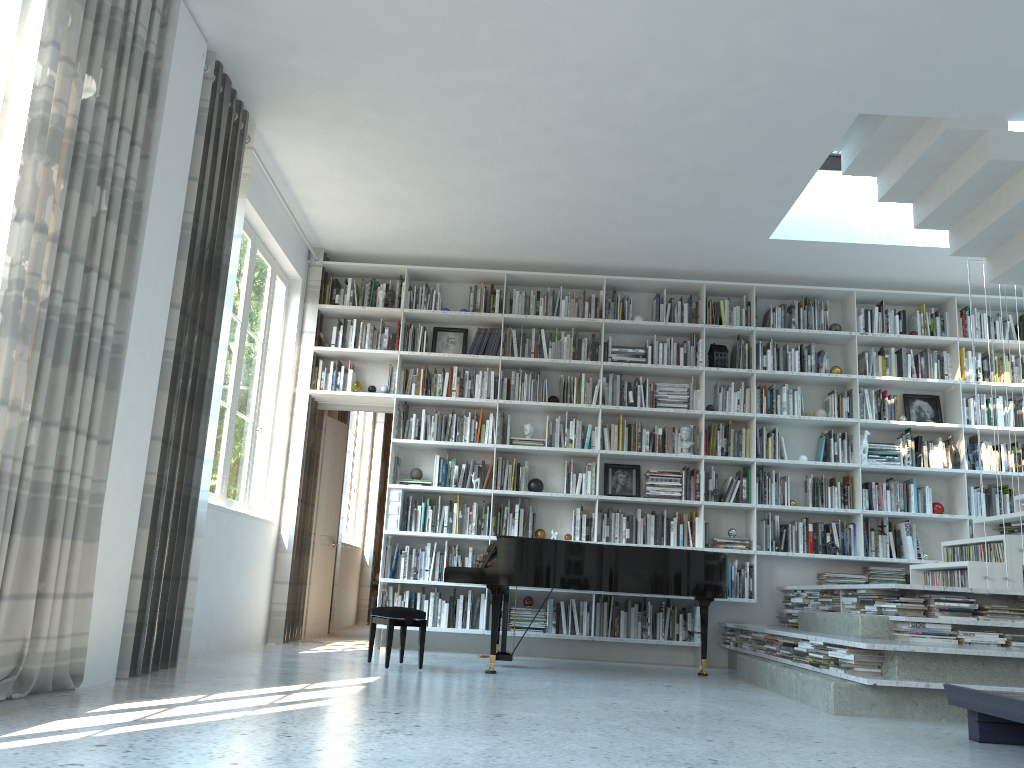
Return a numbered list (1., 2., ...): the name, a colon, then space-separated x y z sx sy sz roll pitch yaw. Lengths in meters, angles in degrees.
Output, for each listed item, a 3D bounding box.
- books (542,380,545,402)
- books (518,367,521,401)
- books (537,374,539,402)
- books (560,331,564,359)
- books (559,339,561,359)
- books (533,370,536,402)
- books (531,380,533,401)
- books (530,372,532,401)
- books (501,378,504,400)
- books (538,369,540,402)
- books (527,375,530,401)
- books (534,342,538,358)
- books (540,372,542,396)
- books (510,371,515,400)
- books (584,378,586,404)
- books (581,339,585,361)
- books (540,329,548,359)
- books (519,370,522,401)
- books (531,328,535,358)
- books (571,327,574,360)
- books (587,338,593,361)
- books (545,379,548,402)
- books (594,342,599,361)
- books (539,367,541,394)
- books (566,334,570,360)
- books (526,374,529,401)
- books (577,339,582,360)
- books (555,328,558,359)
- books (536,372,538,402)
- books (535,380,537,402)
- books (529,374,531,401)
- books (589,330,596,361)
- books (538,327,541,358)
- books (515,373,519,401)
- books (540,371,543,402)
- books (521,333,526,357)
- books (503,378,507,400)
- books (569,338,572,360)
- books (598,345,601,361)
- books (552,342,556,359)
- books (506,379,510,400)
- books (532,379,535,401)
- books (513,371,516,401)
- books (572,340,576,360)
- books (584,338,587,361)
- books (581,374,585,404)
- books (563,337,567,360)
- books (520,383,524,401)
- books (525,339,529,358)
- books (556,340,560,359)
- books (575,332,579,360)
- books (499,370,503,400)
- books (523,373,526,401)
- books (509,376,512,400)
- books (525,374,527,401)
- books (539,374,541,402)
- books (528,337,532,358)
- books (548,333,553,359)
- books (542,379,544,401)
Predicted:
1. books: 0.264 0.093 7.469 0.012 0.217 0.151 3 -13 1
2. books: 0.060 0.032 7.477 0.011 0.316 0.155 3 -13 1
3. books: 0.216 0.065 7.460 0.010 0.261 0.158 3 -13 1
4. books: 0.424 -0.290 7.552 0.026 0.286 0.138 3 -13 1
5. books: 0.404 -0.256 7.531 0.010 0.208 0.174 3 -13 1
6. books: 0.191 0.048 7.458 0.011 0.291 0.177 3 -13 1
7. books: 0.166 0.086 7.444 0.011 0.208 0.181 3 -13 1
8. books: 0.157 0.053 7.459 0.011 0.278 0.169 3 -13 1
9. books: -0.082 0.075 7.454 0.015 0.207 0.186 3 -13 1
10. books: 0.225 0.042 7.478 0.005 0.315 0.157 3 -13 1
11. books: 0.137 0.065 7.466 0.011 0.255 0.152 3 -13 1
12. books: 0.203 -0.251 7.540 0.034 0.180 0.160 3 -13 1
13. books: 0.239 0.057 7.468 0.004 0.283 0.167 3 -13 1
14. books: 0.005 0.045 7.464 0.026 0.279 0.151 3 -13 1
15. books: 0.603 0.089 7.458 0.010 0.256 0.140 3 -13 1
16. books: 0.595 -0.253 7.530 0.022 0.222 0.161 3 -13 1
17. books: 0.273 -0.303 7.533 0.075 0.285 0.179 3 -13 1
18. books: 0.069 0.044 7.453 0.010 0.283 0.184 3 -13 1
19. books: 0.177 -0.310 7.543 0.023 0.292 0.156 3 -13 1
20. books: 0.506 -0.304 7.535 0.011 0.312 0.184 3 -13 1
21. books: 0.659 -0.271 7.530 0.055 0.263 0.167 3 -13 1
22. books: 0.289 0.085 7.461 0.031 0.231 0.148 3 -13 1
23. books: 0.715 -0.237 7.547 0.028 0.211 0.135 3 -13 1
24. books: 0.230 0.035 7.477 0.005 0.330 0.162 3 -13 1
25. books: 0.472 -0.277 7.543 0.028 0.260 0.136 3 -13 1
26. books: 0.127 0.062 7.467 0.010 0.261 0.170 3 -13 1
27. books: 0.569 -0.253 7.526 0.030 0.217 0.183 3 -13 1
28. books: 0.372 -0.306 7.543 0.012 0.307 0.145 3 -13 1
29. books: 0.211 0.038 7.473 0.004 0.320 0.153 3 -13 1
30. books: 0.200 0.091 7.474 0.012 0.216 0.133 3 -13 1
31. books: 0.147 0.060 7.451 0.009 0.260 0.180 3 -13 1
32. books: 0.675 -0.289 7.533 0.058 0.302 0.175 3 -13 1
33. books: 0.230 -0.314 7.562 0.013 0.314 0.135 3 -13 1
34. books: 0.041 0.055 7.459 0.024 0.261 0.178 3 -13 1
35. books: 0.246 0.052 7.450 0.011 0.286 0.189 3 -13 1
36. books: 0.097 -0.290 7.532 0.031 0.241 0.182 3 -13 1
37. books: -0.059 0.073 7.480 0.029 0.224 0.137 3 -13 1
38. books: 0.491 -0.262 7.536 0.013 0.230 0.142 3 -13 1
39. books: 0.738 -0.225 7.552 0.019 0.193 0.098 3 -13 1
40. books: 0.348 -0.245 7.529 0.028 0.179 0.168 3 -13 1
41. books: -0.033 0.077 7.478 0.024 0.219 0.140 3 -13 1
42. books: 0.178 0.084 7.470 0.011 0.226 0.130 3 -13 1
43. books: 0.024 0.047 7.460 0.012 0.275 0.157 3 -13 1
44. books: 0.520 -0.249 7.544 0.024 0.213 0.150 3 -13 1
45. books: 0.618 -0.255 7.546 0.024 0.236 0.153 3 -13 1
46. books: 0.588 0.073 7.454 0.022 0.284 0.190 3 -13 1
47. books: 0.446 -0.265 7.521 0.021 0.225 0.192 3 -13 1
48. books: 0.086 0.096 7.459 0.029 0.186 0.149 3 -13 1
49. books: 0.123 -0.266 7.541 0.024 0.201 0.153 3 -13 1
50. books: 0.387 -0.253 7.557 0.024 0.212 0.128 3 -13 1
51. books: 0.545 -0.285 7.554 0.022 0.290 0.147 3 -13 1
52. books: -0.093 0.041 7.479 0.012 0.284 0.160 3 -13 1
53. books: 0.105 0.054 7.443 0.009 0.262 0.190 3 -13 1
54. books: -0.014 0.065 7.467 0.012 0.239 0.134 3 -13 1
55. books: 0.116 0.061 7.443 0.012 0.251 0.184 3 -13 1
56. books: 0.235 0.047 7.473 0.005 0.305 0.163 3 -13 1
57. books: 0.149 -0.275 7.535 0.029 0.218 0.158 3 -13 1
58. books: 0.324 -0.286 7.546 0.027 0.264 0.169 3 -13 1
59. books: 0.255 0.085 7.478 0.009 0.236 0.135 3 -13 1
